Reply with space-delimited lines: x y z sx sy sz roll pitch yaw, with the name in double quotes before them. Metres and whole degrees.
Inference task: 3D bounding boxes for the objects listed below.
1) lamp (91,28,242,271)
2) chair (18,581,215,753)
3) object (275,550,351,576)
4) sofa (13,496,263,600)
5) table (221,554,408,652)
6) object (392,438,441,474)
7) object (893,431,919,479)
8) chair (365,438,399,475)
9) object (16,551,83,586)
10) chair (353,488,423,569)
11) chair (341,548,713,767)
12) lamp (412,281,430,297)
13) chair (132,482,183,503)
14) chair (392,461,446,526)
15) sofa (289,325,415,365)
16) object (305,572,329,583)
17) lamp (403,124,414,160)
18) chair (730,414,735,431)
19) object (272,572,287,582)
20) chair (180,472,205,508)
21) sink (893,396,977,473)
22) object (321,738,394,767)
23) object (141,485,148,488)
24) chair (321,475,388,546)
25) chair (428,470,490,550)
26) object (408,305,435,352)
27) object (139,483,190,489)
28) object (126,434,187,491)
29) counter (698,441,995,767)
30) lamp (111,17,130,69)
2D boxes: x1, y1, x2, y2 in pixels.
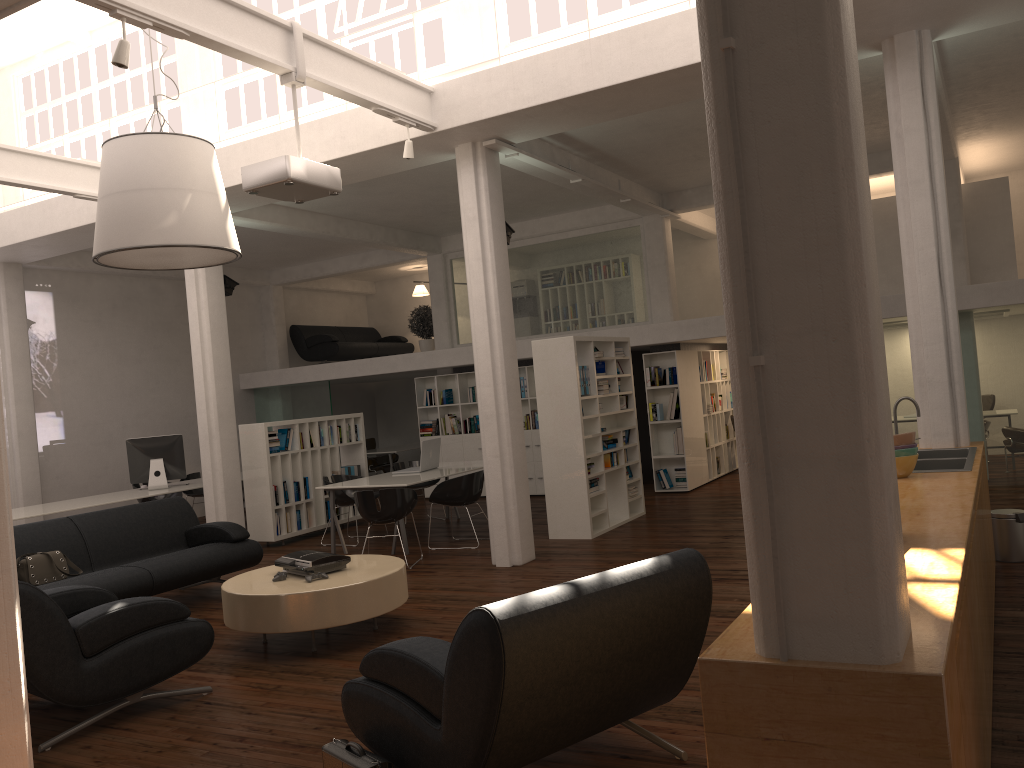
"lamp" -3.571 -3.361 8.759 1.386 4.284 1.386 -6 -1 43
"chair" -3.232 1.824 6.493 1.454 1.130 1.481 -6 -1 40
"object" -1.811 1.621 8.055 0.471 0.163 0.558 -5 -1 -41
"sofa" -4.279 1.949 9.372 1.467 1.119 3.087 -5 -1 29
"table" -1.750 1.986 7.999 1.616 0.570 1.616 -5 -1 22
"object" -1.473 1.109 13.731 0.557 0.470 0.702 -5 -1 19
"object" 2.759 0.516 6.437 0.299 0.332 0.331 -5 -1 -15
"chair" -3.362 1.936 21.939 0.991 1.183 0.994 -5 -1 29
"object" -4.675 1.855 8.930 0.331 0.352 0.586 -6 -1 44
"chair" -1.579 1.779 11.121 0.795 1.004 0.757 -5 0 4
"chair" 0.067 1.512 4.707 1.454 1.130 1.481 -5 -1 -40
"lamp" -1.434 -2.427 21.461 2.635 0.513 0.447 -6 -1 38
"chair" -6.420 2.258 16.019 0.757 1.004 0.795 -5 -1 29
"chair" -1.618 1.815 14.936 0.795 1.004 0.757 -5 -1 -26
"sofa" -3.918 -0.957 22.146 1.467 1.119 3.087 -5 -1 29
"object" -1.725 1.643 7.685 0.193 0.099 0.231 -5 -1 -38
"lamp" -1.111 -2.577 9.473 0.136 0.357 0.117 -5 -1 35
"chair" 4.978 1.146 17.578 0.994 1.183 0.991 -5 -1 -41
"object" -2.050 1.692 7.828 0.119 0.062 0.193 -5 -1 -10
"chair" -6.016 2.232 17.276 0.795 1.004 0.757 -5 -1 -16
"sink" 3.457 0.474 7.294 0.596 0.774 1.757 -5 -1 29
"object" -0.788 1.965 4.393 0.618 0.376 0.271 -6 -1 45
"object" -6.376 1.778 15.366 0.108 0.052 0.194 -5 -1 -15
"chair" -2.430 1.875 13.382 0.757 1.004 0.795 -5 -1 29
"chair" -0.694 1.709 12.222 0.757 1.004 0.795 -5 -1 24
"object" -1.875 -1.179 19.426 0.793 1.127 0.770 -5 -1 27
"object" -5.967 1.752 15.219 0.804 0.032 0.217 -5 -1 -16
"object" -5.938 1.317 14.818 0.886 0.888 0.347 -5 -1 -16
"counter" 2.574 1.260 5.566 0.689 1.141 6.858 -5 -1 29
"lamp" -2.821 -2.450 6.368 0.136 0.357 0.117 -5 -1 23
